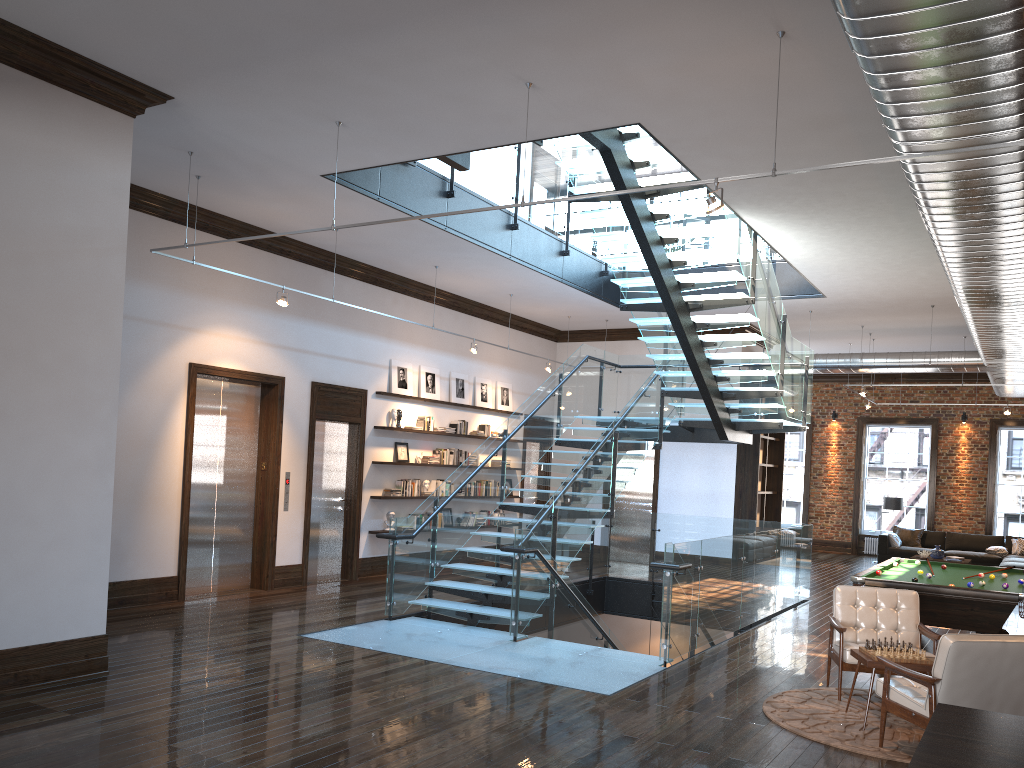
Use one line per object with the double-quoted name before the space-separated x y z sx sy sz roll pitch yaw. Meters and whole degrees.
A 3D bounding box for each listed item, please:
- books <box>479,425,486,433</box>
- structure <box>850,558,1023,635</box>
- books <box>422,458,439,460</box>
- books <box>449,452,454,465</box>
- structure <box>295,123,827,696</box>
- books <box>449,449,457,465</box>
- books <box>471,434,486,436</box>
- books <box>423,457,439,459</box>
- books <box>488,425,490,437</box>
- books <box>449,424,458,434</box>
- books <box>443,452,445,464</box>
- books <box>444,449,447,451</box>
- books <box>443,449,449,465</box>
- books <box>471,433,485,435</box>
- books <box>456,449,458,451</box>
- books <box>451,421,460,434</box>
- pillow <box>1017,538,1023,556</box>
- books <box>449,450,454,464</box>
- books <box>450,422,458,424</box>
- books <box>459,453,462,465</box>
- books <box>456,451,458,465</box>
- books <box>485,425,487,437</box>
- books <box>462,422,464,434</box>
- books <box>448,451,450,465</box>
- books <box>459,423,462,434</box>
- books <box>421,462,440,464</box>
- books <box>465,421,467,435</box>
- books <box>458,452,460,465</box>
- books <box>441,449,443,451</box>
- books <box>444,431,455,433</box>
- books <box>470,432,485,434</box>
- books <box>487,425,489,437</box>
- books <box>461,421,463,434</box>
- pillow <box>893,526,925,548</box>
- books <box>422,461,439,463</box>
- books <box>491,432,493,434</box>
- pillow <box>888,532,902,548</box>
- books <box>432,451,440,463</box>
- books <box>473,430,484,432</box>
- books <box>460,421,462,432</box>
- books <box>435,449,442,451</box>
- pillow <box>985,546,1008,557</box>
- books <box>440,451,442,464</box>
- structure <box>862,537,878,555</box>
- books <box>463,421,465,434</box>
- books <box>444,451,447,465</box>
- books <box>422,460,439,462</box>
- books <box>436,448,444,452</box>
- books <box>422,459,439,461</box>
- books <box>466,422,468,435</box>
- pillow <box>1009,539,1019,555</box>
"books" -0.511 0.797 15.124 0.135 0.200 0.011 2 -1 31
"structure" 4.587 2.392 9.278 1.551 0.849 2.970 0 -6 31
"books" -1.276 1.170 13.879 0.142 0.011 0.257 0 -6 28
"books" -1.022 1.194 14.256 0.184 0.209 0.064 1 -2 31
"structure" 1.230 1.005 10.647 3.570 14.470 7.069 3 -1 31
"books" -0.977 1.180 14.369 0.158 0.262 0.026 2 -1 31
"books" -0.576 0.866 15.016 0.162 0.011 0.231 0 -6 31
"books" -1.274 1.159 13.878 0.142 0.011 0.257 0 -6 27
"books" -0.449 0.805 15.229 0.155 0.210 0.015 2 -1 31
"books" -0.947 0.724 14.365 0.167 0.161 0.037 1 -1 31
"books" -1.139 1.179 14.069 0.159 0.191 0.006 1 -1 31
"books" -1.103 1.160 14.159 0.146 0.248 0.006 2 -1 31
"books" -1.092 1.161 14.171 0.167 0.251 0.022 2 -1 31
"books" -0.582 0.844 15.023 0.143 0.013 0.227 0 -6 31
"books" -0.952 1.188 14.431 0.133 0.260 0.029 2 -1 31
"books" -0.919 0.706 14.414 0.156 0.208 0.022 2 -1 31
"pillow" 10.515 3.306 17.870 0.611 0.361 0.289 0 -4 35
"books" -1.007 1.188 14.325 0.150 0.235 0.026 2 -1 31
"books" -0.948 0.715 14.394 0.126 0.184 0.042 2 -1 31
"books" -0.887 1.225 14.518 0.135 0.209 0.067 2 -1 31
"books" -0.953 1.198 14.400 0.163 0.234 0.025 2 -1 31
"books" -0.502 0.802 15.132 0.142 0.192 0.013 2 -1 31
"books" -0.849 0.725 14.547 0.131 0.203 0.014 2 -1 31
"books" -1.060 1.181 14.229 0.136 0.227 0.022 2 -1 31
"books" -0.899 0.723 14.431 0.166 0.180 0.028 1 -1 31
"books" -1.276 1.234 13.876 0.141 0.011 0.289 -1 -6 35
"books" -0.826 0.720 14.567 0.166 0.218 0.021 2 -1 31
"books" -0.917 1.214 14.476 0.152 0.221 0.014 2 -1 31
"books" -1.151 1.153 14.084 0.138 0.243 0.005 2 -1 31
"books" -1.050 0.772 14.235 0.141 0.011 0.287 0 -6 32
"books" -0.588 0.831 15.010 0.134 0.011 0.255 0 -6 31
"books" -0.471 0.801 15.182 0.161 0.207 0.012 2 -1 31
"books" -0.876 0.711 14.492 0.155 0.217 0.011 2 -1 31
"pillow" 8.577 3.317 19.273 0.700 0.439 0.306 1 -3 31
"books" -1.275 1.224 13.877 0.142 0.011 0.258 0 -6 26
"books" -0.360 0.849 15.385 0.143 0.028 0.220 -1 -6 36
"pillow" 8.227 3.352 19.028 0.243 0.305 0.576 2 -4 31
"books" -1.199 1.160 14.018 0.142 0.213 0.005 2 -1 31
"books" -0.574 0.805 15.037 0.116 0.021 0.193 0 -6 26
"books" -0.891 0.712 14.481 0.153 0.211 0.024 2 -1 31
"books" -1.166 1.156 14.077 0.132 0.235 0.009 2 -1 31
"pillow" 9.935 3.427 18.175 0.409 0.203 0.613 1 -5 29
"books" -1.173 1.163 14.028 0.153 0.212 0.005 2 -1 31
"structure" 9.102 3.921 21.258 1.300 0.394 0.216 0 -3 31
"books" -0.840 0.715 14.557 0.162 0.225 0.011 2 -1 31
"books" -1.113 1.172 14.109 0.166 0.215 0.013 2 -1 31
"books" -1.278 1.202 13.879 0.142 0.011 0.257 -1 -6 33
"books" -1.150 1.150 14.105 0.137 0.254 0.033 2 -1 31
"books" -1.277 1.191 13.879 0.142 0.011 0.257 0 -6 28
"books" -0.799 0.729 14.629 0.162 0.214 0.023 2 -1 31
"pillow" 10.541 3.351 18.061 0.702 0.337 0.271 0 -3 31
